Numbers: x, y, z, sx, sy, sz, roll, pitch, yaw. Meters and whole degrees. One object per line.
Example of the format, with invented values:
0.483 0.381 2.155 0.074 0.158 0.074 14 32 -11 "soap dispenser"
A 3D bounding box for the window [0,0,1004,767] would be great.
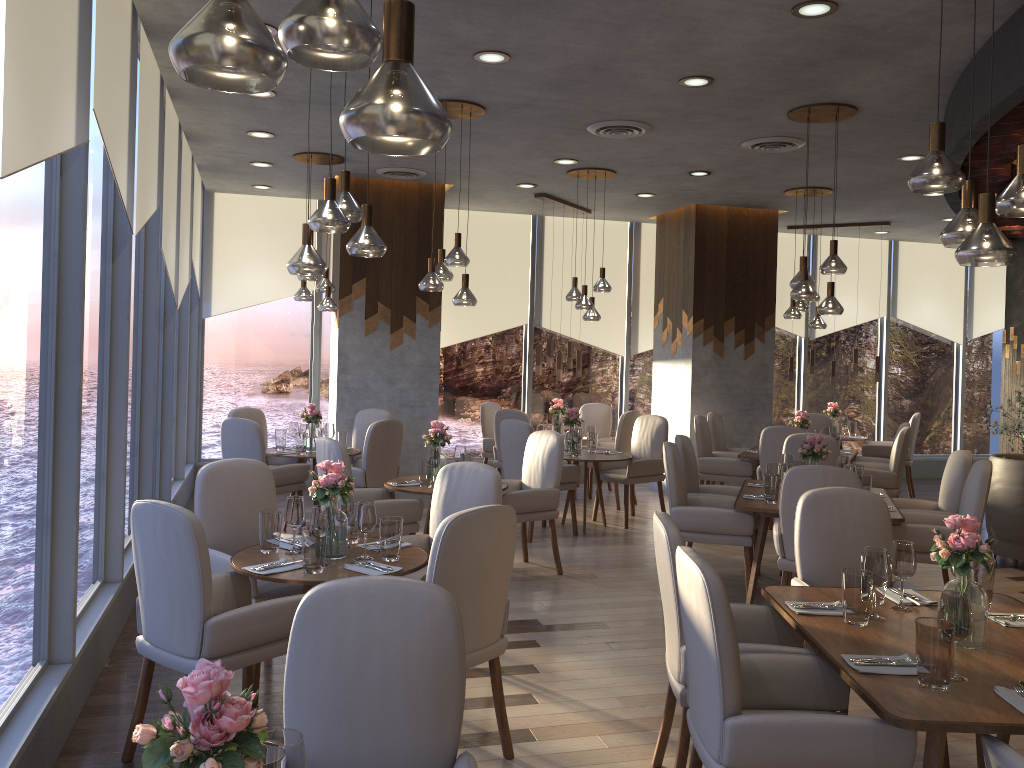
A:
0.032 -0.557 7.636 8.064 3.198 16.121 3 2 29 "window"

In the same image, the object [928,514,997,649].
1.453 0.627 2.863 0.210 0.416 0.198 2 0 -3 "object"

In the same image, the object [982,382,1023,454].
4.795 0.590 8.246 0.746 1.616 0.789 1 1 -9 "object"

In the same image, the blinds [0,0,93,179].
-1.490 -1.912 2.938 0.007 2.680 1.174 2 0 -16 "blinds"

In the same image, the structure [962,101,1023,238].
3.865 -1.551 4.278 2.755 0.556 9.455 2 2 14 "structure"

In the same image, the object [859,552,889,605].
1.346 0.723 3.299 0.102 0.178 0.102 2 1 4 "object"

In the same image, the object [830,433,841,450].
3.212 0.581 8.801 0.102 0.178 0.102 1 1 -36 "object"

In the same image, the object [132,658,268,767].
-0.464 0.628 1.337 0.198 0.416 0.210 2 1 7 "object"

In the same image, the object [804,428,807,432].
2.913 0.537 8.891 0.092 0.244 0.092 2 0 5 "object"

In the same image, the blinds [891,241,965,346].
5.689 -1.879 12.065 1.173 2.680 0.007 1 0 -16 "blinds"

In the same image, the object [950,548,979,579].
1.635 0.702 3.204 0.092 0.244 0.092 2 0 4 "object"

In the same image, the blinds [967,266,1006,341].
6.893 -1.924 12.398 1.173 2.680 0.007 1 0 -16 "blinds"

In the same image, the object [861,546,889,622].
1.264 0.696 3.089 0.092 0.244 0.092 2 0 20 "object"

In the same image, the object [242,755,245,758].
-0.452 0.738 1.565 0.102 0.178 0.102 2 1 -3 "object"

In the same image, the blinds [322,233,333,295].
-1.538 -2.009 10.056 1.173 2.680 0.007 1 0 -16 "blinds"

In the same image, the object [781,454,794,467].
1.897 0.607 6.112 0.092 0.244 0.092 2 0 37 "object"

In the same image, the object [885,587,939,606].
1.501 0.805 3.354 0.157 0.019 0.255 2 2 -2 "object"

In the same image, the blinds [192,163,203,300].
-3.162 -2.210 8.965 0.007 2.680 1.174 2 0 -16 "blinds"

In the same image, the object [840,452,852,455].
3.179 0.665 8.638 0.255 0.019 0.157 3 2 28 "object"

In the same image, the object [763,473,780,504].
1.618 0.652 5.530 0.102 0.178 0.102 2 1 33 "object"

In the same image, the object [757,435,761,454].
2.352 0.574 8.318 0.102 0.178 0.102 2 1 33 "object"

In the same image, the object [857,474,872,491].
2.219 0.666 5.599 0.102 0.178 0.102 2 1 35 "object"

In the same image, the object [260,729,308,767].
-0.387 0.710 1.476 0.092 0.244 0.092 1 0 -24 "object"

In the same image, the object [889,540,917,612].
1.415 0.695 3.213 0.092 0.244 0.092 2 0 1 "object"

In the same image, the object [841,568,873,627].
1.175 0.728 3.024 0.102 0.178 0.102 2 1 7 "object"

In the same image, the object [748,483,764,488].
1.791 0.712 6.242 0.255 0.019 0.157 2 2 17 "object"

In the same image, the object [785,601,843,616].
1.125 0.801 3.184 0.255 0.019 0.157 2 2 0 "object"

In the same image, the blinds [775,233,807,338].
3.285 -1.944 11.396 1.173 2.680 0.007 1 0 -16 "blinds"

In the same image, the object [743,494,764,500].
1.616 0.726 5.697 0.255 0.019 0.157 2 2 17 "object"

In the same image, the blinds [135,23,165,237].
-2.157 -2.161 5.357 0.007 2.680 1.174 2 0 -16 "blinds"

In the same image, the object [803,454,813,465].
2.078 0.609 6.187 0.092 0.244 0.092 2 1 40 "object"

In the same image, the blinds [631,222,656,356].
2.060 -1.672 11.059 1.173 2.680 0.007 1 0 -16 "blinds"

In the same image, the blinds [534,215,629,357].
0.859 -1.675 10.725 1.173 2.680 0.007 1 0 -16 "blinds"

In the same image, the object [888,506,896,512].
2.213 0.752 5.433 0.255 0.019 0.157 2 2 19 "object"

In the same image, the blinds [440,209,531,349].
-0.342 -1.704 10.391 1.173 2.680 0.007 1 0 -16 "blinds"

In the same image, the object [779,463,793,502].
1.722 0.621 5.566 0.092 0.244 0.092 2 0 -2 "object"

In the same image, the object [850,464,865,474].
2.388 0.652 6.148 0.102 0.178 0.102 1 1 -15 "object"

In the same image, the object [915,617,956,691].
1.167 0.748 2.451 0.102 0.178 0.102 2 1 7 "object"

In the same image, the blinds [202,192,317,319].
-2.742 -2.030 9.721 1.173 2.680 0.007 1 0 -16 "blinds"

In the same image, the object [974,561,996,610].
1.723 0.735 3.267 0.102 0.178 0.102 1 1 -42 "object"

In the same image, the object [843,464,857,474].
2.116 0.632 5.565 0.092 0.244 0.092 1 0 -24 "object"

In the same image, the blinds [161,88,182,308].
-2.499 -1.915 6.560 0.007 2.680 1.174 2 0 -16 "blinds"

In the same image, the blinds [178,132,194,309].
-2.833 -1.967 7.763 0.007 2.680 1.174 2 0 -16 "blinds"

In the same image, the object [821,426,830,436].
3.105 0.546 8.784 0.092 0.244 0.092 1 0 -20 "object"

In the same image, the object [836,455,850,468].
2.285 0.617 6.114 0.092 0.244 0.092 1 0 -29 "object"

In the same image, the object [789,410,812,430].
2.797 0.463 8.572 0.198 0.416 0.210 1 1 -38 "object"

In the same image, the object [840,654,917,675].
1.117 0.821 2.611 0.255 0.019 0.157 2 2 0 "object"

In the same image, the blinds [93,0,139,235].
-1.819 -2.109 4.139 0.007 2.680 1.174 2 0 -16 "blinds"

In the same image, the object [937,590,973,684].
1.256 0.716 2.516 0.092 0.244 0.092 1 0 -25 "object"

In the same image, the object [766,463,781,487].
1.793 0.638 6.076 0.102 0.178 0.102 2 1 33 "object"

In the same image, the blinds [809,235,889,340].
4.487 -1.900 11.730 1.173 2.680 0.007 1 0 -16 "blinds"

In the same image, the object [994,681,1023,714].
1.393 0.838 2.352 0.157 0.019 0.255 2 2 3 "object"

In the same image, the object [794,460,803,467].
2.036 0.637 6.288 0.102 0.178 0.102 2 1 31 "object"

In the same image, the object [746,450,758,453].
2.377 0.649 8.483 0.255 0.019 0.157 3 2 27 "object"

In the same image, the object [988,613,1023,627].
1.766 0.821 3.107 0.255 0.019 0.157 2 2 2 "object"
